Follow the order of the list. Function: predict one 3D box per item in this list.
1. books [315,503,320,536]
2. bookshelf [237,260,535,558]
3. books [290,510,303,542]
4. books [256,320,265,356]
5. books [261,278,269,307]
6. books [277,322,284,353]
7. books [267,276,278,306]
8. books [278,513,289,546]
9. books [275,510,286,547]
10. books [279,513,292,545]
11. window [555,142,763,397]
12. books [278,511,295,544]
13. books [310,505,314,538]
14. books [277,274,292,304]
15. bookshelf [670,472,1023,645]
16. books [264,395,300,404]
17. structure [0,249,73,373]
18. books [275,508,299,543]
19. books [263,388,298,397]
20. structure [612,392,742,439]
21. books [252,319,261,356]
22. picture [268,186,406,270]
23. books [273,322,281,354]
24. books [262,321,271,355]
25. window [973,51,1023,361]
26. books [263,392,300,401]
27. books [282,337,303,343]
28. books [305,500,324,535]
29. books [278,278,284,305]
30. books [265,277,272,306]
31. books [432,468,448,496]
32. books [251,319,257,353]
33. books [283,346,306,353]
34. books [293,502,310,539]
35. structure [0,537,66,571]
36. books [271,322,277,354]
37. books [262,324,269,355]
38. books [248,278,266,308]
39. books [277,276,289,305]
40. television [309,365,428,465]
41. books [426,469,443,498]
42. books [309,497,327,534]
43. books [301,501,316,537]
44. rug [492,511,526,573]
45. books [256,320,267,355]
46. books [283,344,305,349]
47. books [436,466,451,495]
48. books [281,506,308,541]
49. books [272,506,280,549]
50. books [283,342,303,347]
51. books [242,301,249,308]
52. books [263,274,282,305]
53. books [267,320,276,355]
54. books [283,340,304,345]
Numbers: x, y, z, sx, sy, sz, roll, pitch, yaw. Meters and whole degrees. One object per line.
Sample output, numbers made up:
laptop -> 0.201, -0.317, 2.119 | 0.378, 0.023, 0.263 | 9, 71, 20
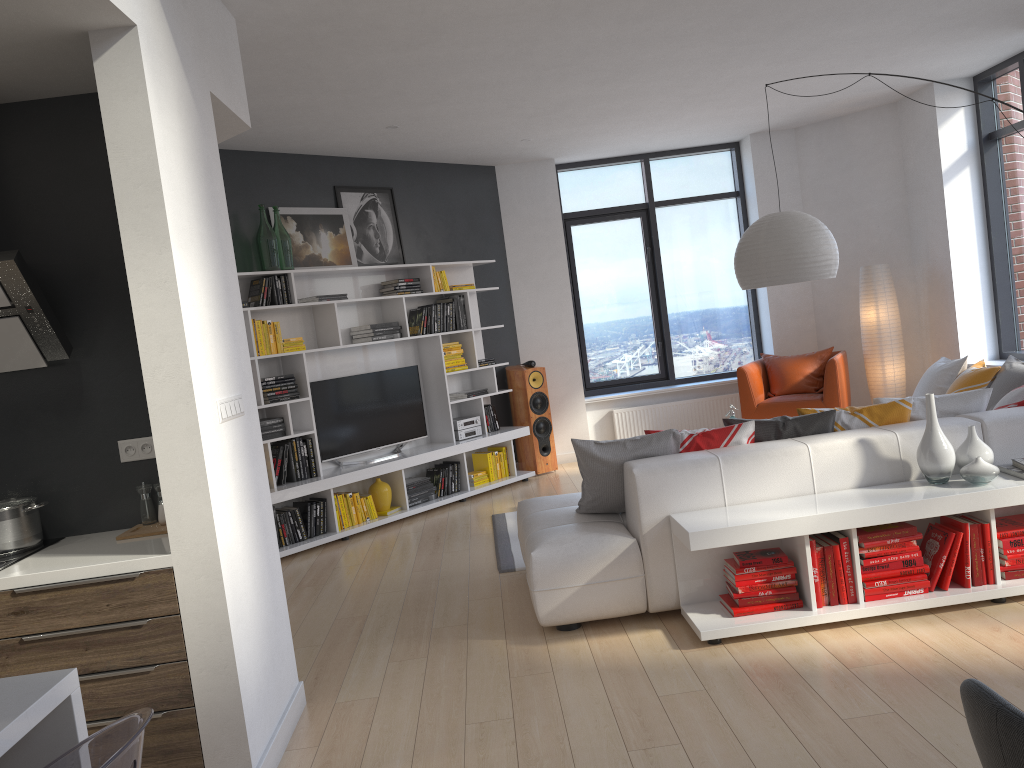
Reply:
books -> -1.500, 1.006, 6.622 | 0.179, 0.243, 0.071 | -4, 5, 42
bookshelf -> -1.084, 0.082, 7.174 | 0.455, 2.052, 3.000 | -4, 5, 43
books -> -1.621, 1.033, 6.480 | 0.177, 0.242, 0.066 | -4, 5, 43
books -> -1.887, -0.324, 6.454 | 0.198, 0.255, 0.044 | -4, 5, 43
books -> -1.854, -0.664, 6.513 | 0.171, 0.214, 0.087 | -4, 5, 43
books -> -1.767, -0.338, 6.584 | 0.172, 0.234, 0.024 | -4, 5, 43
books -> -1.794, -0.678, 6.561 | 0.156, 0.221, 0.021 | -4, 5, 43
books -> -1.699, 1.050, 6.411 | 0.189, 0.240, 0.053 | -4, 5, 43
books -> -1.725, 1.039, 6.389 | 0.202, 0.268, 0.053 | -4, 5, 43
books -> -1.678, 1.048, 6.424 | 0.170, 0.236, 0.049 | -4, 5, 43
window -> 1.520, -1.179, 9.233 | 1.960, 2.402, 0.170 | -8, 4, -2
books -> -1.658, 1.041, 6.434 | 0.169, 0.242, 0.050 | -4, 5, 42
books -> -1.525, 1.015, 6.577 | 0.172, 0.242, 0.069 | -4, 5, 44
books -> -1.720, -0.699, 6.634 | 0.174, 0.230, 0.019 | -4, 5, 43
bookshelf -> 2.036, 0.673, 3.872 | 2.600, 0.500, 0.356 | -8, 4, -2
books -> -1.734, 0.118, 6.558 | 0.189, 0.026, 0.263 | -4, 5, 41
structure -> -2.145, -0.503, 3.125 | 0.898, 0.998, 0.407 | -8, 4, -2
books -> -1.647, 1.032, 6.463 | 0.193, 0.255, 0.066 | -4, 5, 42
books -> -1.759, 0.067, 6.563 | 0.209, 0.030, 0.266 | -4, 5, 41
structure -> 1.769, 0.390, 9.007 | 1.474, 0.460, 0.110 | -8, 4, -2
books -> -1.908, -0.327, 6.425 | 0.213, 0.270, 0.025 | -4, 5, 43
picture -> -1.401, -1.270, 7.240 | 0.076, 0.707, 1.279 | -4, 5, 43
books -> -1.782, -0.335, 6.562 | 0.172, 0.234, 0.024 | -4, 5, 43
books -> -1.840, -0.332, 6.505 | 0.180, 0.251, 0.019 | -4, 5, 43
window -> 4.146, -1.371, 6.899 | 0.170, 2.402, 1.310 | -8, 4, -2
books -> -1.738, 0.093, 6.558 | 0.189, 0.025, 0.270 | -4, 5, 42
books -> -1.691, -0.325, 6.661 | 0.138, 0.026, 0.186 | -4, 5, 43
books -> -1.484, 0.999, 6.657 | 0.191, 0.249, 0.084 | -4, 5, 43
books -> -1.760, -0.676, 6.597 | 0.147, 0.200, 0.021 | -4, 5, 43
books -> -1.825, -0.669, 6.525 | 0.154, 0.212, 0.074 | -4, 5, 42
books -> -0.619, 0.834, 7.566 | 0.169, 0.233, 0.081 | -4, 5, 42
books -> -1.920, -0.324, 6.399 | 0.204, 0.270, 0.029 | -4, 5, 43
books -> -1.671, -0.255, 6.659 | 0.147, 0.033, 0.190 | -4, 5, 43
books -> -1.562, 1.010, 6.580 | 0.197, 0.260, 0.066 | -4, 5, 43
structure -> -1.996, 0.643, 3.113 | 0.600, 0.006, 0.550 | -8, 4, -2
books -> -1.801, -0.334, 6.547 | 0.169, 0.239, 0.023 | -4, 5, 43
books -> -1.839, -0.317, 6.478 | 0.156, 0.229, 0.024 | -4, 5, 43
books -> -1.871, -0.661, 6.485 | 0.166, 0.213, 0.096 | -4, 5, 41
books -> -1.743, -0.688, 6.619 | 0.169, 0.218, 0.038 | -4, 5, 43
television -> -1.147, 0.261, 7.254 | 0.207, 0.704, 1.102 | -4, 5, 43
books -> -0.669, 0.843, 7.525 | 0.182, 0.234, 0.104 | -4, 5, 43
books -> -1.462, 0.990, 6.682 | 0.197, 0.260, 0.066 | -4, 5, 43
books -> -1.528, 1.006, 6.611 | 0.192, 0.254, 0.075 | -4, 5, 42
rug -> 1.029, 0.906, 6.076 | 2.326, 0.016, 1.662 | -8, 4, -2
books -> -1.869, -0.331, 6.478 | 0.199, 0.263, 0.015 | -4, 5, 43
books -> -1.676, -0.277, 6.661 | 0.148, 0.011, 0.196 | -4, 5, 43
books -> -0.587, 0.826, 7.583 | 0.172, 0.242, 0.069 | -4, 5, 44
books -> -1.601, 1.025, 6.507 | 0.191, 0.249, 0.083 | -4, 5, 43
books -> -1.792, 1.030, 6.325 | 0.259, 0.321, 0.128 | -4, 5, 43
books -> -1.667, -0.291, 6.643 | 0.113, 0.018, 0.169 | -4, 5, 44
books -> -2.038, -0.541, 6.275 | 0.268, 0.046, 0.208 | -11, 5, -43
books -> -1.782, -0.687, 6.582 | 0.176, 0.232, 0.025 | -4, 5, 43
books -> -1.820, -0.335, 6.523 | 0.185, 0.250, 0.035 | -4, 5, 43
books -> -1.676, -0.306, 6.657 | 0.134, 0.014, 0.187 | -4, 5, 43
